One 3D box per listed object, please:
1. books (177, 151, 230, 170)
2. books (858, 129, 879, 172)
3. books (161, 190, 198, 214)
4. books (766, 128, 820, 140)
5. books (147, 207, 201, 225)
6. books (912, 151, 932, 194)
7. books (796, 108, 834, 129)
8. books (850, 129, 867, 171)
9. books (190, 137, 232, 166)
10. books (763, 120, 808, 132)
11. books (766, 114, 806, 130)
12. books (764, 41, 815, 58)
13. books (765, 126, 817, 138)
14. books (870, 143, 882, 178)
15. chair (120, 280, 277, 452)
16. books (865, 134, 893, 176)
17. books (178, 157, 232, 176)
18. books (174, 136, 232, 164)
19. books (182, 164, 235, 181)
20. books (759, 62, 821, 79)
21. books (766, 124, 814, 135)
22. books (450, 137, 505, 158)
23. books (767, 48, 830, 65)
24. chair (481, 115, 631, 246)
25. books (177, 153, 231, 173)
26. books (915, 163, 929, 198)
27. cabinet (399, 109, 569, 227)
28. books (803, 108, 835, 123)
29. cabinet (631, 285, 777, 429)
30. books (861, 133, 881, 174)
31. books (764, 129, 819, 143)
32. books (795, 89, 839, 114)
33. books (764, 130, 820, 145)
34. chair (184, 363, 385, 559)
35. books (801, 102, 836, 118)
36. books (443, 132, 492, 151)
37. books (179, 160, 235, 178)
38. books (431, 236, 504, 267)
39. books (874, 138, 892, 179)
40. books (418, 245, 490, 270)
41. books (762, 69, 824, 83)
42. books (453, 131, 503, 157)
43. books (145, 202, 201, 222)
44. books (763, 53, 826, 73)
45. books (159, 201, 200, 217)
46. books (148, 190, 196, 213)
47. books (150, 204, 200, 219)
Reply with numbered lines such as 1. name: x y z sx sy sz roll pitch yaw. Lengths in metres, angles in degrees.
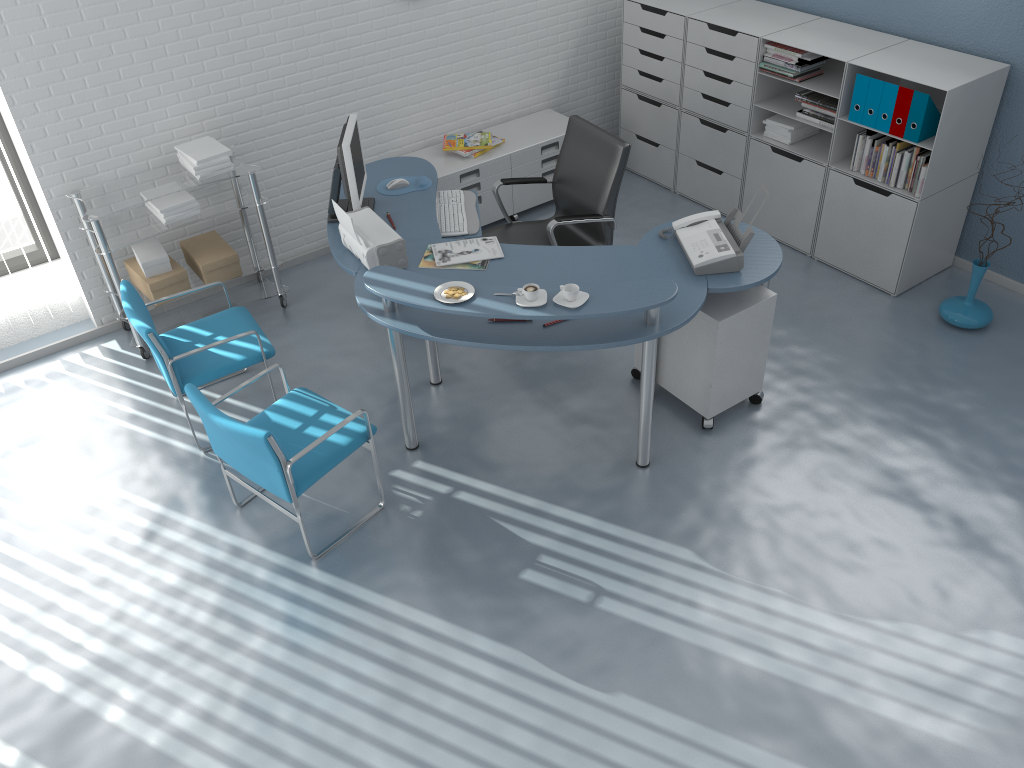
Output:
1. books: -1.589 -1.177 4.568 0.190 0.015 0.270 -24 42 -24
2. books: 1.933 -1.266 4.759 0.138 0.229 0.032 -26 43 -26
3. books: -1.767 -0.964 4.596 0.190 0.015 0.270 -25 43 -25
4. books: 1.656 -1.503 5.208 0.270 0.015 0.190 -25 43 -25
5. books: -1.767 -0.912 4.627 0.190 0.015 0.270 -27 44 -27
6. books: 2.125 -1.090 4.539 0.157 0.203 0.032 -26 43 -26
7. books: 1.752 -1.486 4.918 0.212 0.034 0.265 -26 43 -26
8. books: 1.905 -1.270 4.787 0.157 0.203 0.040 -26 43 -26
9. books: -1.584 -1.202 4.576 0.190 0.015 0.270 -26 43 -26
10. books: 1.632 -1.542 5.188 0.270 0.015 0.190 -26 43 -26
11. books: 1.645 -1.553 5.175 0.270 0.015 0.190 -30 45 -30
12. books: 1.569 -1.869 4.913 0.212 0.024 0.258 -26 43 -26
13. books: 1.649 -1.513 5.197 0.270 0.015 0.190 -26 43 -26
14. books: 1.974 -1.202 4.720 0.157 0.172 0.021 -26 43 -26
15. chair: -1.432 -0.149 4.154 0.543 0.707 0.542 -22 42 -22
16. books: 1.957 -1.227 4.727 0.157 0.203 0.032 -26 43 -26
17. books: -1.590 -1.153 4.587 0.190 0.015 0.270 -25 43 -25
18. books: -1.588 -1.205 4.556 0.190 0.015 0.270 -30 45 -30
19. books: -1.584 -1.135 4.611 0.190 0.015 0.270 -26 43 -26
20. books: 1.561 -1.784 4.981 0.234 0.034 0.240 -26 43 -26
21. books: 1.654 -1.528 5.192 0.270 0.015 0.190 -24 42 -24
22. books: -0.220 -1.499 5.562 0.210 0.020 0.300 24 46 31
23. books: 1.593 -1.841 4.924 0.187 0.034 0.298 -26 43 -26
24. chair: 0.208 -0.818 4.688 0.652 0.948 0.584 -22 42 -22
25. books: -1.594 -1.168 4.582 0.190 0.015 0.270 -26 43 -26
26. books: 2.136 -1.055 4.526 0.178 0.163 0.032 -26 43 -26
27. cabinet: -0.113 -1.343 5.764 1.259 0.484 0.447 -26 43 -26
28. books: 1.762 -1.499 4.887 0.212 0.023 0.224 -26 43 -26
29. cabinet: 0.882 -0.212 4.140 0.383 0.605 0.559 -24 43 -25
30. books: 1.942 -1.238 4.747 0.157 0.198 0.022 -26 43 -26
31. books: 1.649 -1.494 5.221 0.270 0.015 0.190 -28 44 -28
32. books: 1.737 -1.563 4.862 0.224 0.041 0.283 -26 43 -26
33. books: 1.649 -1.482 5.231 0.270 0.015 0.190 -26 43 -26
34. chair: -0.895 0.253 3.598 0.542 0.707 0.543 25 46 31
35. books: 1.759 -1.531 4.881 0.197 0.034 0.251 -26 43 -26
36. books: -0.275 -1.506 5.510 0.300 0.020 0.210 -3 38 1
37. books: -1.585 -1.146 4.602 0.190 0.015 0.270 -28 44 -28
38. books: -0.200 -0.593 3.961 0.300 0.010 0.200 -9 38 -7
39. books: 1.993 -1.200 4.698 0.146 0.193 0.032 -26 43 -26
40. books: -0.245 -0.562 3.927 0.300 0.005 0.200 3 38 9
41. books: 1.579 -1.762 4.994 0.209 0.019 0.265 -26 43 -26
42. books: -0.239 -1.500 5.533 0.300 0.020 0.210 -30 45 -30
43. books: -1.768 -0.923 4.618 0.190 0.015 0.270 -29 45 -29
44. books: 1.575 -1.813 4.953 0.212 0.044 0.265 -26 43 -26
45. books: -1.762 -0.949 4.601 0.190 0.015 0.270 -27 44 -27
46. books: -1.773 -0.962 4.570 0.190 0.015 0.270 -28 44 -28
47. books: -1.764 -0.940 4.615 0.190 0.015 0.270 -26 43 -26
